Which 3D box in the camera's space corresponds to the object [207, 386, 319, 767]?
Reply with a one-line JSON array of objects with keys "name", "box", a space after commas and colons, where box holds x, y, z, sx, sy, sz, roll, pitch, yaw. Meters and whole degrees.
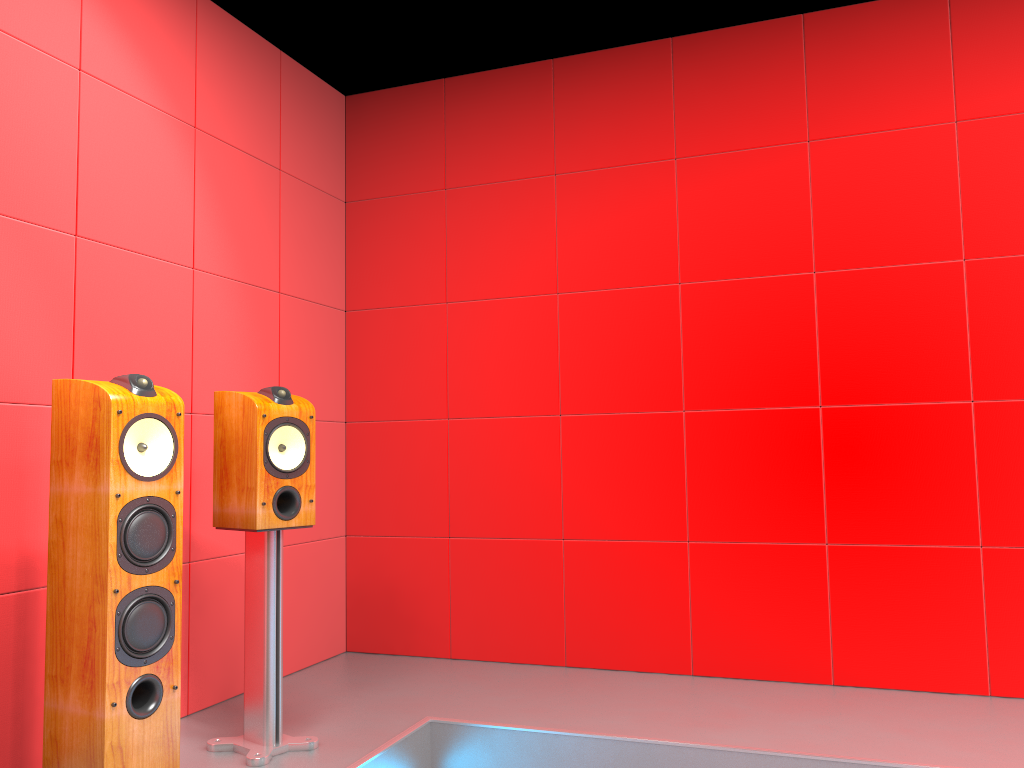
[{"name": "object", "box": [-0.738, 0.538, 2.637, 0.265, 1.058, 0.231, -5, -6, 40]}]

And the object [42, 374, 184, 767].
[{"name": "object", "box": [-0.951, 0.502, 2.131, 0.238, 1.052, 0.203, -4, -5, 30]}]
